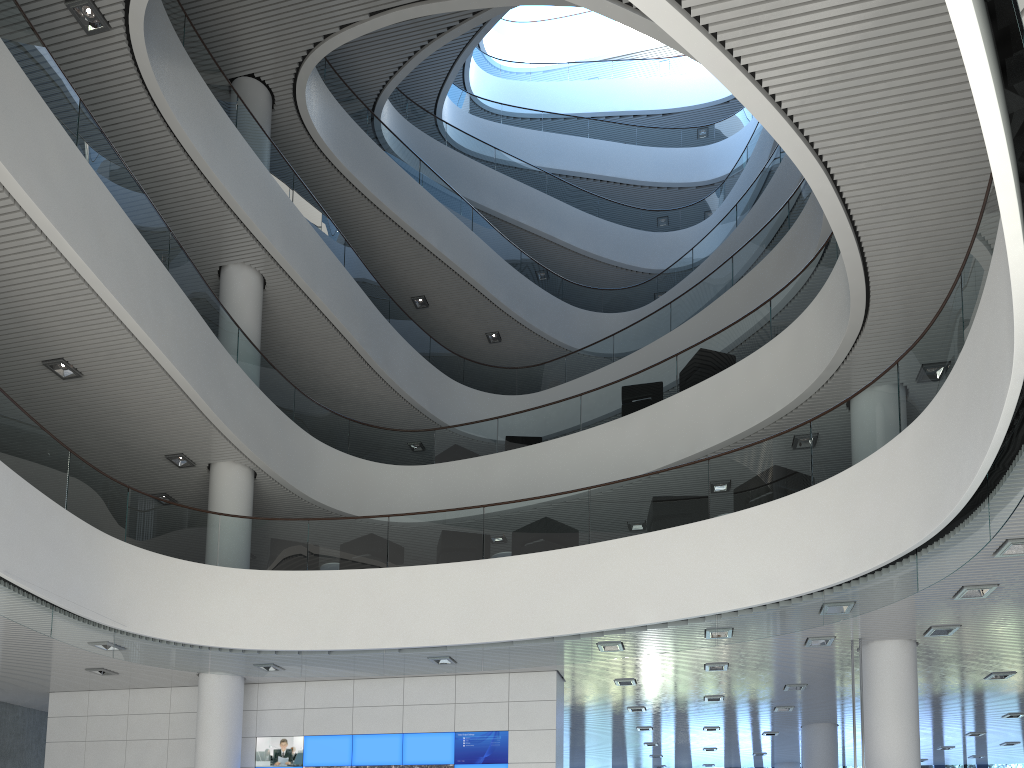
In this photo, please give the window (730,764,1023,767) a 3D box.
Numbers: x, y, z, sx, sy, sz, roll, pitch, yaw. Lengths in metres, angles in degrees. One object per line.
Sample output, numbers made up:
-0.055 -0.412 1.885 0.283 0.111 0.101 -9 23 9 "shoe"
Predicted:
4.386 8.483 14.807 18.255 2.736 0.082 -7 -8 13 "window"
